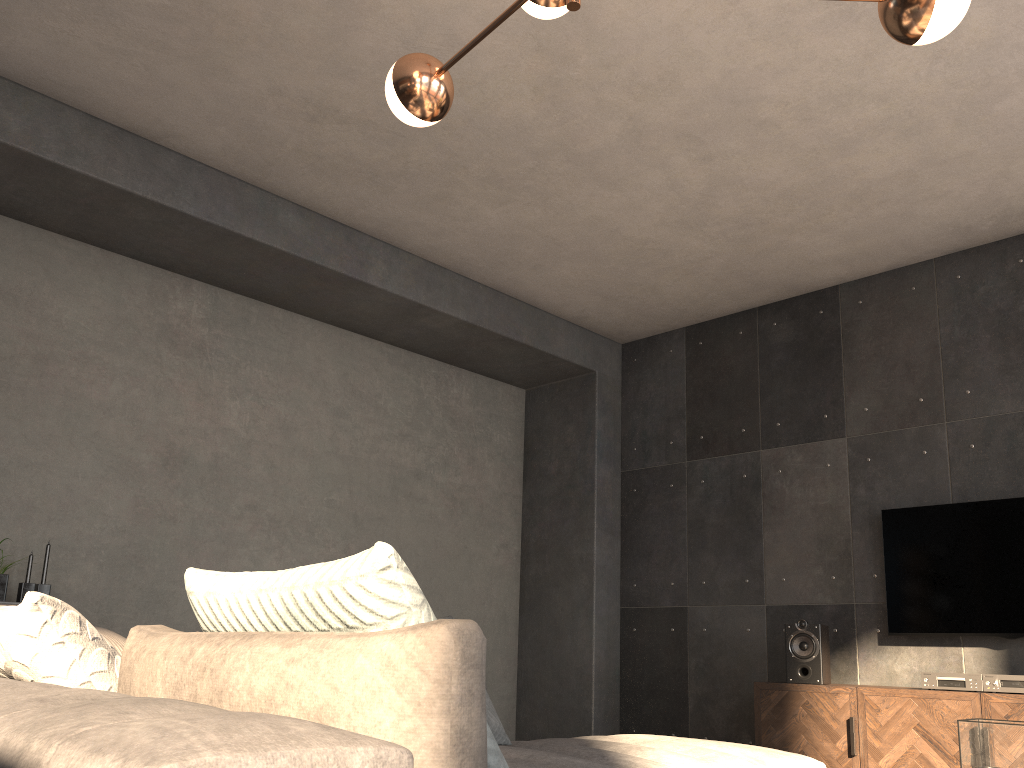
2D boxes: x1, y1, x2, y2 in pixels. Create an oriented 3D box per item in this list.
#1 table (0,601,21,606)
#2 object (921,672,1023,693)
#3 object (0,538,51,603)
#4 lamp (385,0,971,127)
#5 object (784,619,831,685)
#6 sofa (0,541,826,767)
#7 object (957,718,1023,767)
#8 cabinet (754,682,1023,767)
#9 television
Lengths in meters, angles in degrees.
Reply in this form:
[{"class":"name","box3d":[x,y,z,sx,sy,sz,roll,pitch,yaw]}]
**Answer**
[{"class":"table","box3d":[-2.614,1.329,3.778,0.302,0.804,1.114,-11,-20,43]},{"class":"object","box3d":[2.362,1.476,4.356,0.579,0.086,0.273,-15,-23,43]},{"class":"object","box3d":[-2.375,0.846,4.115,0.401,0.331,0.322,3,-15,-3]},{"class":"lamp","box3d":[0.202,-1.322,1.933,1.466,1.018,1.035,-4,-16,21]},{"class":"object","box3d":[1.683,1.524,5.030,0.199,0.347,0.253,-6,-16,29]},{"class":"sofa","box3d":[0.019,0.971,2.274,2.042,0.768,2.947,-14,-23,42]},{"class":"object","box3d":[1.172,0.917,2.102,0.150,0.216,0.151,-12,-19,43]},{"class":"cabinet","box3d":[2.401,1.799,4.337,0.547,0.540,2.431,16,-22,-43]},{"class":"television","box3d":[2.612,0.974,4.659,0.058,0.721,1.278,14,-20,-43]}]
